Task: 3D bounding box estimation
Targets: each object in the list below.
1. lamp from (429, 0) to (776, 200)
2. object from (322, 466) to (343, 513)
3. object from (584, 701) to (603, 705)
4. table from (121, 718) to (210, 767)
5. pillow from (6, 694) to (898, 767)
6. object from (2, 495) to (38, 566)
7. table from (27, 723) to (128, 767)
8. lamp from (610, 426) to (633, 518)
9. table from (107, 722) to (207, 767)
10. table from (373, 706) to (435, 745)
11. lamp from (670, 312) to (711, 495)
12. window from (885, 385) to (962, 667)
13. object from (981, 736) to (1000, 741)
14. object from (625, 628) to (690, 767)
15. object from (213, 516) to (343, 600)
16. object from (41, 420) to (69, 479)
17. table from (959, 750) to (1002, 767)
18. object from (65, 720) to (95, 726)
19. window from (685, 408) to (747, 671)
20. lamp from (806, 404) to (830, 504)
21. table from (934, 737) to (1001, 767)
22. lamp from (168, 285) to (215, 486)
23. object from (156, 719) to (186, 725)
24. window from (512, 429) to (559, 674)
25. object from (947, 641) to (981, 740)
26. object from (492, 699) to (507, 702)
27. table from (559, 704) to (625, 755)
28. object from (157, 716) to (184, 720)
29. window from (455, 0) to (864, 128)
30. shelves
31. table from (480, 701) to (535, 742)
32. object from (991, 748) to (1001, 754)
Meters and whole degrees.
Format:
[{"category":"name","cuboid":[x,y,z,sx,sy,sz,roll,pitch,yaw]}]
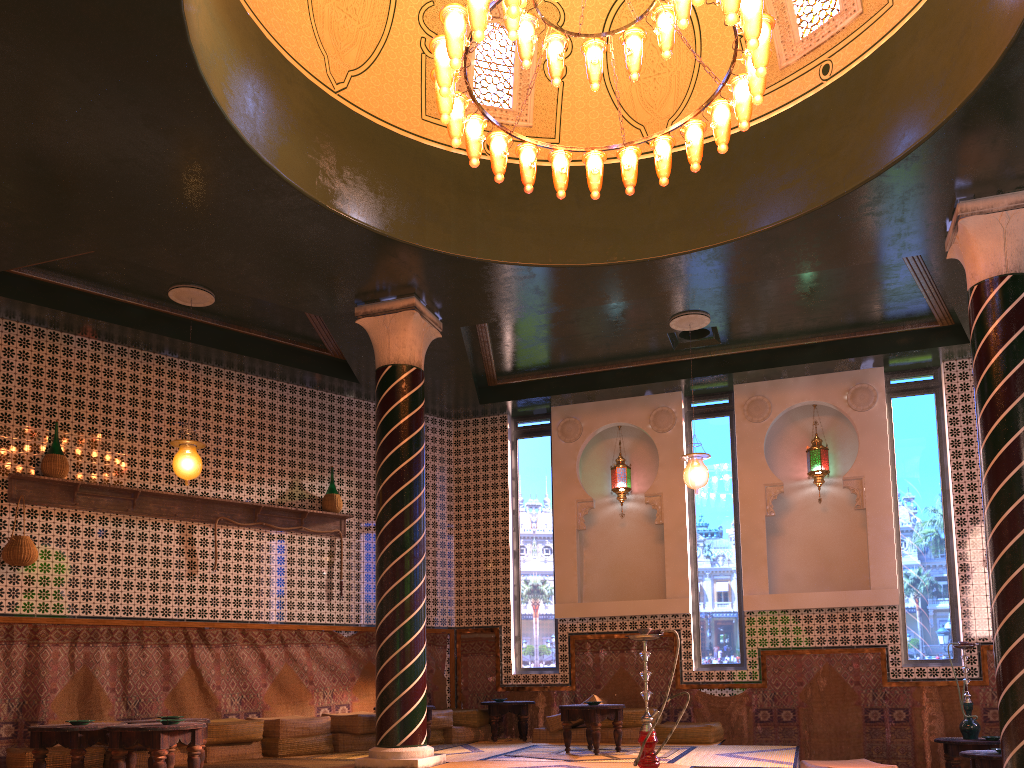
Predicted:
[{"category":"lamp","cuboid":[0.601,-4.205,6.535,2.491,4.484,2.536,-6,-10,26]},{"category":"object","cuboid":[-2.655,1.566,12.753,0.302,0.703,0.309,4,-9,-30]},{"category":"object","cuboid":[1.032,4.043,10.925,0.255,0.044,0.258,-13,-22,32]},{"category":"table","cuboid":[-3.460,3.659,8.620,0.847,0.571,0.868,8,-17,-31]},{"category":"pillow","cuboid":[-1.238,3.997,8.999,10.097,1.228,10.341,-7,-20,18]},{"category":"object","cuboid":[-5.658,1.675,9.954,0.376,0.822,0.377,-7,-10,37]},{"category":"table","cuboid":[-4.020,3.458,7.999,0.847,0.571,0.868,8,-17,-31]},{"category":"lamp","cuboid":[1.738,1.385,13.788,0.363,1.524,0.331,4,-9,-38]},{"category":"table","cuboid":[-3.211,3.378,7.806,0.847,0.571,0.868,8,-17,-31]},{"category":"table","cuboid":[-1.455,4.667,11.684,0.846,0.571,0.870,-8,-16,23]},{"category":"lamp","cuboid":[2.335,0.288,11.118,0.520,2.258,0.533,-2,-7,7]},{"category":"window","cuboid":[5.812,2.008,12.255,0.777,3.896,0.093,-3,-7,19]},{"category":"object","cuboid":[6.027,4.449,10.831,0.255,0.044,0.258,-13,-22,32]},{"category":"object","cuboid":[1.107,2.497,6.621,0.468,1.220,0.306,-6,-9,35]},{"category":"object","cuboid":[-3.260,2.486,12.209,2.018,1.018,0.061,13,-14,-41]},{"category":"object","cuboid":[-5.444,0.785,10.304,0.302,0.703,0.309,4,-9,-30]},{"category":"table","cuboid":[5.252,4.231,9.192,0.840,0.571,0.875,3,-16,-16]},{"category":"object","cuboid":[-3.990,3.132,7.977,0.252,0.044,0.261,8,-20,-25]},{"category":"window","cuboid":[3.107,2.365,13.169,0.777,3.896,0.093,-3,-7,19]},{"category":"lamp","cuboid":[4.549,1.021,12.860,0.327,1.524,0.367,4,-9,-38]},{"category":"table","cuboid":[5.871,4.837,11.023,0.848,0.571,0.867,-9,-17,27]},{"category":"lamp","cuboid":[-3.778,0.057,10.121,0.520,2.258,0.533,-2,-7,7]},{"category":"object","cuboid":[-3.082,3.055,7.797,0.255,0.044,0.258,-13,-22,32]},{"category":"window","cuboid":[0.403,2.722,14.083,0.777,3.896,0.093,-3,-7,19]},{"category":"object","cuboid":[5.810,3.938,11.103,0.467,1.221,0.307,4,-9,-35]},{"category":"object","cuboid":[-0.188,4.801,13.099,0.255,0.044,0.258,-13,-22,32]},{"category":"table","cuboid":[1.016,4.357,10.903,0.850,0.571,0.866,-10,-17,29]},{"category":"object","cuboid":[-3.379,3.314,8.547,0.250,0.044,0.263,-2,-18,3]},{"category":"window","cuboid":[0.731,-4.232,6.634,5.575,1.128,5.943,12,-22,-33]},{"category":"shelves","cuboid":[-4.112,1.645,11.442,4.566,0.333,0.261,15,-19,-40]},{"category":"table","cuboid":[-0.060,5.146,13.171,0.854,0.571,0.862,-12,-18,35]},{"category":"object","cuboid":[5.232,3.900,9.169,0.255,0.044,0.258,-13,-22,32]}]
